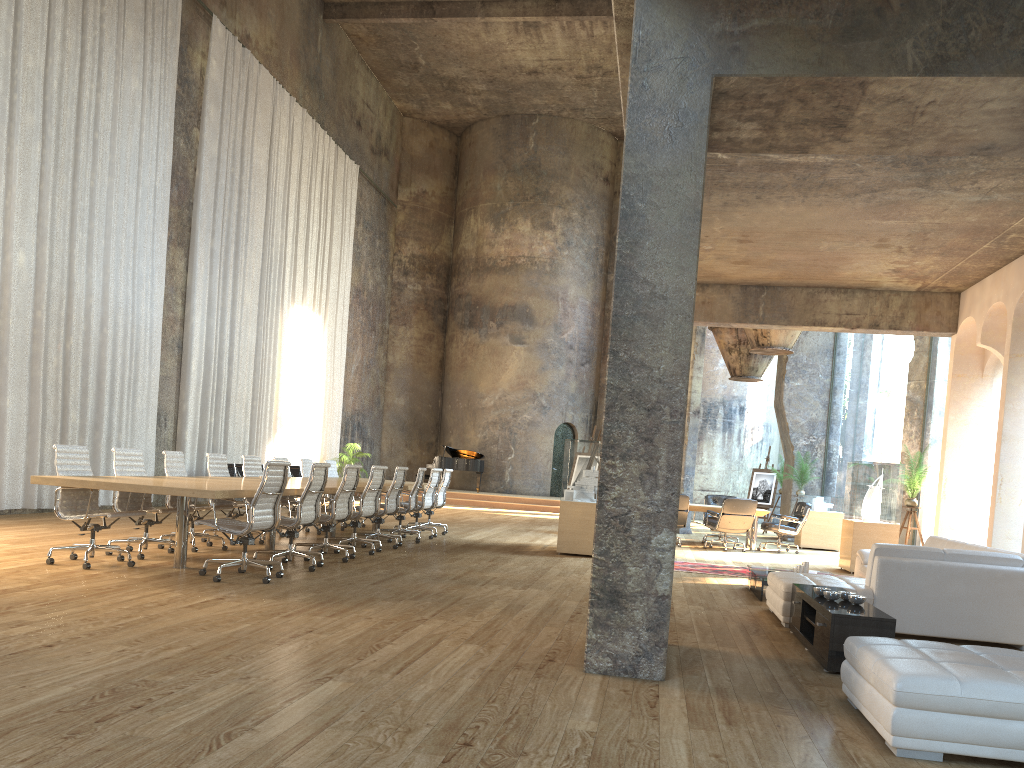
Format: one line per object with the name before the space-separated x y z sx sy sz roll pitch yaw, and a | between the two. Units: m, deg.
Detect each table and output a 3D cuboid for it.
table | -2.492 1.575 10.759 1.598 0.758 7.739 3 -5 10
table | 3.195 2.468 15.420 2.406 0.701 1.108 3 -3 9
table | 4.024 3.199 21.589 1.868 0.547 0.944 3 -4 9
table | 2.871 2.070 8.920 0.789 0.203 1.114 3 -5 10
table | 2.932 2.088 9.284 0.858 0.247 0.371 3 -3 9

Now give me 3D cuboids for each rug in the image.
rug | 3.217 2.402 11.136 2.458 0.009 1.350 3 -6 9

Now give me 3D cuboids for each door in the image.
door | 1.518 2.315 26.865 0.906 2.301 0.091 3 2 -32

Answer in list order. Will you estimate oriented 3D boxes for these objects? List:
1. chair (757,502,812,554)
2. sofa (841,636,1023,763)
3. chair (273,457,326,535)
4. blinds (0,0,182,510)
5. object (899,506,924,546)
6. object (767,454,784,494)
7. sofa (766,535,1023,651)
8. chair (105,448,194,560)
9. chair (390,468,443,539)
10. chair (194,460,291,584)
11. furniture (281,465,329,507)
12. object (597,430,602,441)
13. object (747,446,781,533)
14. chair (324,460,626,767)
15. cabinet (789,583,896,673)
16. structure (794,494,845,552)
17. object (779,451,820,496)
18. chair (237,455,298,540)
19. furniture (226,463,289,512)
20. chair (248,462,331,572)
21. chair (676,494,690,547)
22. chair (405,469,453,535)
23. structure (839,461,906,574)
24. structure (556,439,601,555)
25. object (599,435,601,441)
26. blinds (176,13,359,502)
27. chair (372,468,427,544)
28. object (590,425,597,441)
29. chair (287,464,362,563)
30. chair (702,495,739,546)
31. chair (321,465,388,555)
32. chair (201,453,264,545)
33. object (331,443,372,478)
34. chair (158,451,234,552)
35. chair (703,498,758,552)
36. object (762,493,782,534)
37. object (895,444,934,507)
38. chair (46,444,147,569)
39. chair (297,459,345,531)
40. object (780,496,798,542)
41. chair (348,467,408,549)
chair | 4.667 2.457 15.175 0.820 0.894 0.730 4 -1 4
sofa | 2.698 1.325 4.039 2.064 0.722 1.074 3 -3 9
chair | -2.937 1.538 12.065 0.697 1.027 0.666 4 0 15
blinds | -6.351 -2.722 10.787 0.274 8.658 7.844 5 -1 11
object | 5.630 2.245 12.655 0.661 0.974 0.568 4 0 -26
object | 6.190 2.057 20.152 0.685 0.941 0.863 4 -1 30
sofa | 3.379 1.773 8.187 2.061 0.722 2.938 3 -5 10
chair | -3.505 1.157 8.541 0.697 1.027 0.667 4 0 18
chair | -1.400 1.722 12.817 0.697 1.027 0.667 4 0 18
chair | -2.280 1.141 7.453 0.697 1.027 0.666 4 0 15
furniture | -4.311 2.153 18.557 0.707 0.842 1.877 4 -4 10
object | 1.713 2.090 19.830 0.681 2.151 0.703 5 2 35
object | 6.106 2.553 21.318 0.697 2.151 0.686 5 2 38
chair | 0.149 1.897 13.393 12.930 1.032 31.605 3 -6 10
cabinet | 2.209 1.660 6.042 0.395 0.369 1.567 4 -5 10
structure | 5.819 2.621 16.642 0.734 1.016 0.744 4 0 9
object | 5.771 1.793 17.728 0.857 0.942 0.689 4 -1 12
chair | -3.080 1.442 11.177 0.697 1.027 0.667 4 0 18
furniture | -4.698 1.898 16.200 0.707 0.842 1.877 4 -4 10
chair | -2.124 1.243 8.388 0.697 1.027 0.666 4 0 13
chair | 2.591 2.269 14.786 0.729 0.894 0.822 4 -1 3
chair | -1.295 1.812 13.675 0.697 1.027 0.666 4 0 15
structure | 5.008 1.874 12.268 0.593 1.551 0.743 4 1 10
structure | 0.998 1.555 11.991 0.593 1.551 0.743 4 1 10
object | 1.142 1.377 12.864 0.683 2.151 0.700 4 1 8
blinds | -4.947 -1.798 19.318 0.274 8.658 7.844 5 -1 11
chair | -1.531 1.631 11.970 0.698 1.027 0.666 4 0 9
object | 1.511 1.894 17.949 0.697 2.151 0.686 5 2 41
chair | -1.977 1.341 9.295 0.697 1.027 0.666 4 0 15
chair | 3.829 2.484 16.085 0.728 0.894 0.823 4 -1 10
chair | -1.834 1.437 10.182 0.697 1.027 0.667 4 0 18
chair | -3.226 1.347 10.309 0.697 1.027 0.666 4 0 15
object | -4.068 2.206 22.083 1.091 1.459 1.129 4 -1 0
chair | -3.366 1.248 9.386 0.698 1.027 0.666 4 0 9
chair | 3.591 2.329 14.654 0.731 0.894 0.819 4 -1 -17
object | 6.173 3.007 20.155 0.658 0.974 0.570 4 0 4
object | 5.761 1.300 12.615 0.688 0.941 0.859 4 -1 0
chair | -3.617 1.066 7.684 0.697 1.027 0.666 4 0 15
chair | -2.790 1.636 12.971 0.697 1.027 0.666 4 0 13
object | 5.843 2.743 17.662 0.661 0.974 0.567 4 0 -44
chair | -1.688 1.531 11.051 0.697 1.027 0.666 4 0 15
